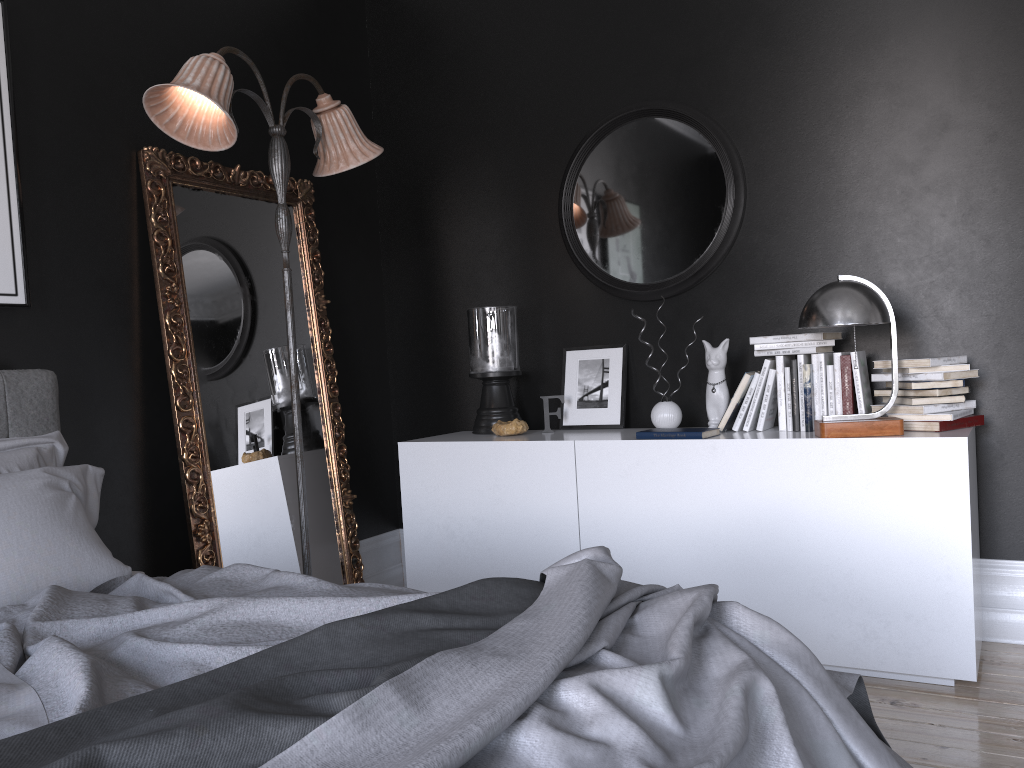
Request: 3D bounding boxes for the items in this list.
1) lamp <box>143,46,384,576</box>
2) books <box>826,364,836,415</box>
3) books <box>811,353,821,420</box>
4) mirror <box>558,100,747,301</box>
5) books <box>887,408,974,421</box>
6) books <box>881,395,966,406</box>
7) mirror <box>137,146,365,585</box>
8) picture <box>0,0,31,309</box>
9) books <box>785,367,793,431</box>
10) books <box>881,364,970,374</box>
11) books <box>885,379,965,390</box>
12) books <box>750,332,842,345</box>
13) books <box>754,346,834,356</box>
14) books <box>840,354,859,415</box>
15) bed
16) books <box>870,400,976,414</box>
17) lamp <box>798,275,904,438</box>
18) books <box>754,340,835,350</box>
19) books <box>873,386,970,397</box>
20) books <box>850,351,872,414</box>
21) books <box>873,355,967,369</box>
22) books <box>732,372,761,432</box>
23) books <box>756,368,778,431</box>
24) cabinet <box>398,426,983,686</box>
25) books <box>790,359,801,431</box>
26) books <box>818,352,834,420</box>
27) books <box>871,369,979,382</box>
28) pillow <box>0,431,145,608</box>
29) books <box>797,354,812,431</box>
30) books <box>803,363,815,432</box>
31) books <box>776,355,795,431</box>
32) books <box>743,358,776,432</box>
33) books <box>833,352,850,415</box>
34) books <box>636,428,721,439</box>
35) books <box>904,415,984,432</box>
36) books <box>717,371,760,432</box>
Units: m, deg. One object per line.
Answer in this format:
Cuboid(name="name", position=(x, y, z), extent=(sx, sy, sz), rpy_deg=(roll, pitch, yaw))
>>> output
Cuboid(name="lamp", position=(-0.840, -0.021, 3.420), extent=(0.985, 2.413, 0.772), rpy_deg=(-4, 3, -27))
Cuboid(name="books", position=(1.308, 0.051, 3.588), extent=(0.026, 0.259, 0.195), rpy_deg=(-2, 2, 30))
Cuboid(name="books", position=(1.272, 0.028, 3.637), extent=(0.030, 0.307, 0.221), rpy_deg=(-2, 2, 30))
Cuboid(name="mirror", position=(0.629, -0.855, 4.150), extent=(0.924, 0.925, 0.061), rpy_deg=(-2, 3, 30))
Cuboid(name="books", position=(1.603, 0.116, 3.394), extent=(0.228, 0.025, 0.319), rpy_deg=(-2, 2, 40))
Cuboid(name="books", position=(1.582, 0.058, 3.422), extent=(0.203, 0.029, 0.268), rpy_deg=(-3, 1, 0))
Cuboid(name="mirror", position=(-1.109, 0.098, 4.014), extent=(0.254, 2.194, 0.990), rpy_deg=(-2, 3, 30))
Cuboid(name="picture", position=(-1.940, -0.788, 2.787), extent=(0.014, 1.079, 0.791), rpy_deg=(-2, 2, 30))
Cuboid(name="books", position=(1.167, 0.057, 3.669), extent=(0.026, 0.259, 0.195), rpy_deg=(-2, 2, 30))
Cuboid(name="books", position=(1.594, -0.060, 3.434), extent=(0.220, 0.024, 0.307), rpy_deg=(-3, 1, 5))
Cuboid(name="books", position=(1.583, -0.002, 3.415), extent=(0.193, 0.030, 0.289), rpy_deg=(-3, 1, 4))
Cuboid(name="books", position=(1.177, -0.190, 3.675), extent=(0.306, 0.030, 0.220), rpy_deg=(-2, 2, 40))
Cuboid(name="books", position=(1.162, -0.135, 3.658), extent=(0.259, 0.026, 0.195), rpy_deg=(-2, 2, 40))
Cuboid(name="books", position=(1.363, 0.030, 3.556), extent=(0.038, 0.295, 0.235), rpy_deg=(-2, 2, 30))
Cuboid(name="bed", position=(-0.793, 0.579, 1.577), extent=(3.284, 1.299, 2.763), rpy_deg=(-3, 2, 19))
Cuboid(name="books", position=(1.582, 0.087, 3.414), extent=(0.318, 0.031, 0.229), rpy_deg=(-4, 1, -30))
Cuboid(name="lamp", position=(1.239, -0.105, 3.271), extent=(0.340, 0.591, 0.328), rpy_deg=(-3, 2, 10))
Cuboid(name="books", position=(1.166, -0.160, 3.652), extent=(0.307, 0.024, 0.220), rpy_deg=(-3, 1, 20))
Cuboid(name="books", position=(1.579, 0.028, 3.430), extent=(0.193, 0.030, 0.289), rpy_deg=(-4, 1, -29))
Cuboid(name="books", position=(1.398, 0.023, 3.532), extent=(0.050, 0.308, 0.220), rpy_deg=(-2, 2, 30))
Cuboid(name="books", position=(1.566, -0.084, 3.402), extent=(0.306, 0.030, 0.220), rpy_deg=(-4, 2, -40))
Cuboid(name="books", position=(1.017, 0.071, 3.756), extent=(0.132, 0.245, 0.195), rpy_deg=(-2, 2, 30))
Cuboid(name="books", position=(1.087, 0.062, 3.716), extent=(0.091, 0.256, 0.195), rpy_deg=(-2, 2, 30))
Cuboid(name="cabinet", position=(0.665, 0.653, 3.851), extent=(2.397, 0.883, 0.569), rpy_deg=(-3, 2, 30))
Cuboid(name="books", position=(1.178, 0.042, 3.633), extent=(0.030, 0.290, 0.192), rpy_deg=(-2, 2, 30))
Cuboid(name="books", position=(1.282, 0.028, 3.600), extent=(0.024, 0.307, 0.220), rpy_deg=(-2, 2, 30))
Cuboid(name="books", position=(1.588, -0.033, 3.416), extent=(0.220, 0.030, 0.306), rpy_deg=(-4, 1, -30))
Cuboid(name="pillow", position=(-1.738, 0.436, 2.174), extent=(0.680, 0.760, 1.828), rpy_deg=(-2, 2, 30))
Cuboid(name="books", position=(1.213, 0.031, 3.639), extent=(0.024, 0.307, 0.220), rpy_deg=(-2, 2, 30))
Cuboid(name="books", position=(1.218, 0.052, 3.593), extent=(0.029, 0.270, 0.204), rpy_deg=(-2, 2, 30))
Cuboid(name="books", position=(1.150, 0.034, 3.707), extent=(0.030, 0.307, 0.221), rpy_deg=(-2, 2, 30))
Cuboid(name="books", position=(1.057, 0.043, 3.730), extent=(0.126, 0.296, 0.220), rpy_deg=(-2, 2, 30))
Cuboid(name="books", position=(1.345, 0.025, 3.595), extent=(0.030, 0.307, 0.221), rpy_deg=(-2, 2, 30))
Cuboid(name="books", position=(0.678, 0.201, 3.611), extent=(0.289, 0.030, 0.192), rpy_deg=(-2, 2, 36))
Cuboid(name="books", position=(1.606, 0.147, 3.385), extent=(0.294, 0.038, 0.234), rpy_deg=(-4, 1, -33))
Cuboid(name="books", position=(0.966, 0.072, 3.751), extent=(0.158, 0.246, 0.202), rpy_deg=(-2, 2, 30))
